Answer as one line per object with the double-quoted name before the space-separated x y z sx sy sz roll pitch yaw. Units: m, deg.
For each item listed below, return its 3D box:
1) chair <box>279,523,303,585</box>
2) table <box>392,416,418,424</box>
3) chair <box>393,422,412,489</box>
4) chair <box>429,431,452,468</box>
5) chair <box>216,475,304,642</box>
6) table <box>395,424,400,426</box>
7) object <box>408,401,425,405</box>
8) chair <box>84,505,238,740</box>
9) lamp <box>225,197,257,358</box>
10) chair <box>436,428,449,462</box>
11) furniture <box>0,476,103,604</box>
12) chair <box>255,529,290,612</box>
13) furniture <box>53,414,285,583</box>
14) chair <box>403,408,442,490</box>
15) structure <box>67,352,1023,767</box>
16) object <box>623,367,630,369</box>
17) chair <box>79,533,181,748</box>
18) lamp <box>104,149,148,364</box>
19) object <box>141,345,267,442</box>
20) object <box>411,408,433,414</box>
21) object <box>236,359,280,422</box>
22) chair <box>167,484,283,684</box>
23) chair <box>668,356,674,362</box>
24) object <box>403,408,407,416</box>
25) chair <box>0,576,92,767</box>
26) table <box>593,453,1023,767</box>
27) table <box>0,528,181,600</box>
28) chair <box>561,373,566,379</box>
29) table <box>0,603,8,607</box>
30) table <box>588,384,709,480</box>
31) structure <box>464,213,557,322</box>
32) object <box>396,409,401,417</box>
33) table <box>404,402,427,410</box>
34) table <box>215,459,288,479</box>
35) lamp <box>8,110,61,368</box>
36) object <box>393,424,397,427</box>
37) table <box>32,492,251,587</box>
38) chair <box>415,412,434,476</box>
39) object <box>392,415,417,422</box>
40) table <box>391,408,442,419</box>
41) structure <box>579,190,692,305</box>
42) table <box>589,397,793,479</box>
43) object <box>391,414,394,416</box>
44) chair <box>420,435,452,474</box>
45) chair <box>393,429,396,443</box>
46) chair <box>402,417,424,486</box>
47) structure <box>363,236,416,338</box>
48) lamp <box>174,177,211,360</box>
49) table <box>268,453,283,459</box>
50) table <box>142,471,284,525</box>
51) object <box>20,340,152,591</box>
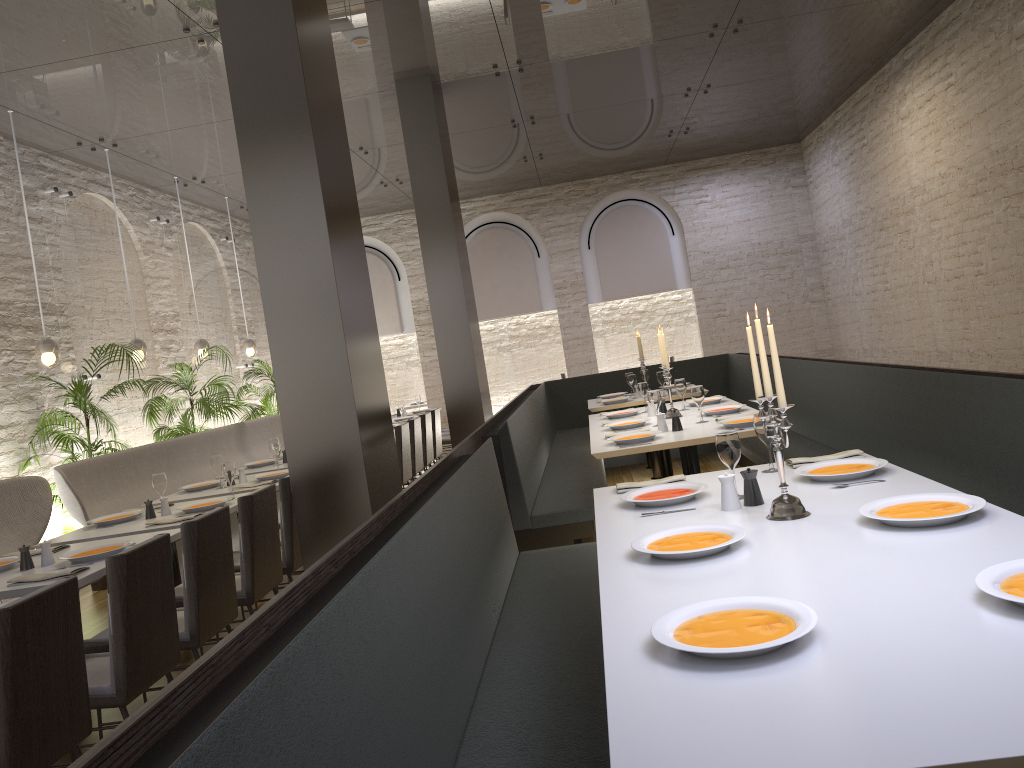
"chair" -1.281 0.921 6.106 0.565 0.906 0.412 -9 0 5
"table" -1.519 0.859 10.852 0.935 0.760 1.011 -9 1 5
"chair" -1.142 0.837 7.817 0.565 0.906 0.412 -9 0 5
"chair" -0.844 0.656 11.490 0.565 0.906 0.412 -9 0 5
"chair" -1.375 0.978 4.950 0.565 0.906 0.412 -9 0 5
"table" -1.608 0.913 9.753 0.935 0.760 1.011 -9 1 5
"object" -1.589 0.324 14.880 0.321 0.036 0.322 -7 3 40
"chair" -1.469 1.035 3.793 0.565 0.906 0.412 -9 0 5
"lamp" -3.432 -1.337 11.133 0.178 2.041 0.177 -9 0 -16
"chair" -0.797 0.628 12.066 0.565 0.906 0.412 -9 0 5
"furniture" -2.905 1.181 3.326 0.708 1.097 4.480 -9 2 5
"chair" -1.330 0.950 5.513 0.565 0.906 0.412 -9 0 5
"furniture" -2.529 0.953 7.950 0.708 1.097 4.480 -9 2 5
"chair" -1.003 0.753 9.527 0.565 0.906 0.412 -9 0 5
"structure" 1.011 0.569 4.517 2.370 1.001 10.758 -9 2 5
"object" 1.388 -0.091 10.617 0.086 0.231 0.086 -9 0 35
"chair" -1.515 1.062 3.229 0.565 0.906 0.412 -9 0 5
"lamp" -3.659 -1.200 8.338 0.178 2.041 0.177 -9 0 -10
"object" -3.252 0.589 9.201 1.149 1.975 1.184 -9 0 -44
"object" -1.227 0.372 11.967 0.320 0.036 0.323 -7 3 42
"object" -3.037 0.466 11.655 1.147 1.975 1.186 -9 0 -14
"chair" -1.421 1.006 4.385 0.565 0.906 0.412 -9 0 5
"chair" 2.439 0.028 14.545 0.565 0.906 0.412 -9 0 5
"object" -1.454 0.369 11.965 0.059 0.109 0.059 -9 0 40
"chair" -1.565 1.093 2.614 0.565 0.906 0.412 -9 0 5
"table" 0.839 0.795 2.415 1.100 0.760 2.541 -9 2 5
"table" -2.073 1.195 4.024 0.935 0.760 1.011 -9 1 5
"chair" 1.147 0.228 14.652 0.565 0.906 0.412 -9 0 5
"table" -2.175 1.256 2.777 0.935 0.760 1.011 -9 1 5
"table" 1.345 0.489 8.636 1.100 0.760 1.189 -9 1 5
"structure" -0.219 -1.877 14.043 1.632 1.675 0.098 -9 0 5
"object" -1.527 0.381 11.925 0.059 0.109 0.059 -9 0 40
"table" -1.260 0.673 14.856 0.935 0.760 1.011 -9 1 5
"table" -1.793 1.025 7.471 0.935 0.760 1.011 -9 1 5
"lamp" -3.773 -1.131 6.940 0.177 2.041 0.178 -9 0 26
"object" -1.408 0.482 9.731 0.320 0.036 0.323 -7 3 42
"table" -1.982 1.139 5.153 0.935 0.760 1.011 -9 1 5
"chair" -1.049 0.780 8.971 0.565 0.906 0.412 -9 0 5
"object" -1.319 0.428 10.831 0.320 0.036 0.323 -7 3 42
"table" -1.426 0.803 11.989 0.935 0.760 1.011 -9 1 5
"structure" 1.868 -2.200 13.871 1.632 1.675 0.098 -9 0 5
"table" 1.138 0.614 6.088 1.100 0.760 2.541 -9 2 5
"object" -1.756 0.454 12.013 0.320 0.036 0.323 -7 3 42
"chair" -0.889 0.684 10.932 0.565 0.906 0.412 -9 0 5
"chair" -1.190 0.866 7.227 0.565 0.906 0.412 -9 0 5
"chair" -1.096 0.809 8.383 0.565 0.906 0.412 -9 0 5
"structure" -2.445 -1.533 14.226 1.632 1.675 0.098 -9 0 5
"lamp" -3.544 -1.269 9.750 0.178 2.041 0.177 -9 0 -16
"table" -1.698 0.968 8.638 0.935 0.760 1.011 -9 1 5
"table" -1.887 1.082 6.313 0.935 0.760 1.011 -9 1 5
"object" -3.413 0.687 7.197 1.141 1.975 1.192 -9 0 36
